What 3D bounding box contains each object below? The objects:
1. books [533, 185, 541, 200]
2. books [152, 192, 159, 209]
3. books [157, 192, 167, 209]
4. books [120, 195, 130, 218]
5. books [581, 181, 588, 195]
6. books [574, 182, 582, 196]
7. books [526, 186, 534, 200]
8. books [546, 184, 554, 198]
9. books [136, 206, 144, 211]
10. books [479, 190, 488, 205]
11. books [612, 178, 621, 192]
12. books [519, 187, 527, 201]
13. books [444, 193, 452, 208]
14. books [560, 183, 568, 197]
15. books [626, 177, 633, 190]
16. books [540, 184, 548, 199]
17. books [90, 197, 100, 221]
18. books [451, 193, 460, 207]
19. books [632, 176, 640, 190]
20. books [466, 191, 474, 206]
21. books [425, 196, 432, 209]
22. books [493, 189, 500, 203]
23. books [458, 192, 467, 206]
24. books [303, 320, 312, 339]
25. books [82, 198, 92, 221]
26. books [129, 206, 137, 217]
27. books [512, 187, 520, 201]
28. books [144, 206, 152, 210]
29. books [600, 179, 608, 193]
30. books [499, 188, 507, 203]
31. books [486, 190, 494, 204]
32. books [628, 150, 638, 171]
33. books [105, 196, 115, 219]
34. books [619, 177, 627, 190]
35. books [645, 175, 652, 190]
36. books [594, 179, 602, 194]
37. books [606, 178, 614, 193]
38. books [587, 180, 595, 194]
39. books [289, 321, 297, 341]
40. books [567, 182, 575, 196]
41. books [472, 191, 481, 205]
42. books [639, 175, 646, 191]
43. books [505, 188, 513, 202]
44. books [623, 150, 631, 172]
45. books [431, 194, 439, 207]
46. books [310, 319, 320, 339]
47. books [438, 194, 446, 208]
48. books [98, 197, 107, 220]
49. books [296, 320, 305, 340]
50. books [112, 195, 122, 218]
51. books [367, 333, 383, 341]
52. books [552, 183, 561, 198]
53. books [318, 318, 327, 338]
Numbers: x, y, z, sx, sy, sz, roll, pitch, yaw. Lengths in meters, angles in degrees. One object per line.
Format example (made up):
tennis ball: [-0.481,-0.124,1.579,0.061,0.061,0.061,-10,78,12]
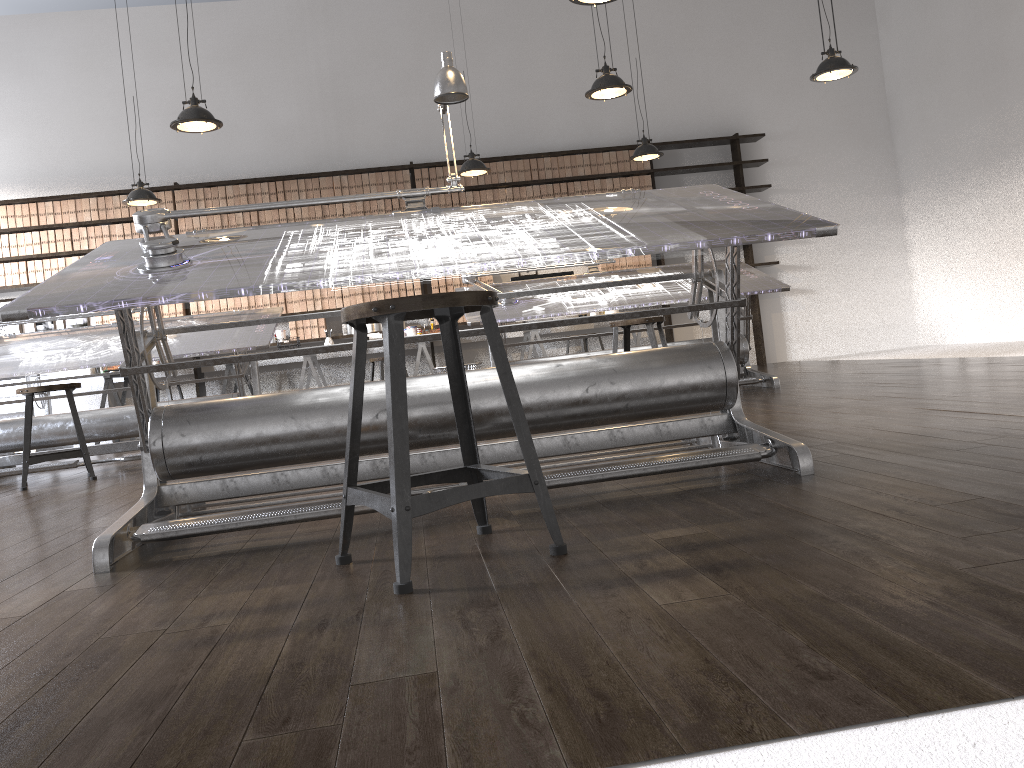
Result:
books: [0.252,-1.929,9.172,0.067,0.226,0.174,-6,0,-7]
books: [-3.498,-1.760,8.731,0.067,0.226,0.174,-6,0,-7]
books: [-3.429,-1.768,8.735,0.067,0.226,0.174,-6,0,-7]
books: [-3.773,-1.727,8.690,0.067,0.226,0.174,-6,0,-7]
books: [0.746,-1.988,9.239,0.067,0.226,0.174,-6,0,-7]
books: [0.677,-1.980,9.226,0.067,0.226,0.174,-6,0,-7]
books: [0.180,-1.920,9.167,0.067,0.226,0.174,-6,0,-7]
books: [0.385,-1.945,9.193,0.067,0.226,0.174,-6,0,-7]
books: [-3.640,-1.743,8.710,0.067,0.226,0.174,-6,0,-7]
books: [-0.294,-1.864,9.112,0.067,0.226,0.174,-6,0,-7]
books: [1.083,-2.029,9.275,0.067,0.226,0.174,-6,0,-7]
books: [0.110,-1.912,9.162,0.067,0.226,0.174,-6,0,-7]
books: [-0.651,-1.821,9.068,0.067,0.226,0.174,-6,0,-7]
books: [0.533,-1.963,9.208,0.067,0.226,0.174,-6,0,-7]
books: [1.220,-2.045,9.298,0.067,0.226,0.174,-6,0,-7]
books: [0.323,-1.937,9.181,0.067,0.226,0.174,-6,0,-7]
books: [-4.052,-1.694,8.657,0.067,0.226,0.174,-6,0,-7]
books: [-0.577,-1.830,9.072,0.067,0.226,0.174,-6,0,-7]
books: [1.290,-2.053,9.299,0.067,0.226,0.174,-6,0,-7]
books: [-0.433,-1.847,9.090,0.067,0.226,0.174,-6,0,-7]
books: [-0.848,-1.797,9.037,0.067,0.226,0.174,-6,0,-7]
books: [-0.161,-1.880,9.127,0.067,0.226,0.174,-6,0,-7]
books: [-0.504,-1.839,9.086,0.067,0.226,0.174,-6,0,-7]
books: [-2.038,-0.557,8.859,0.067,0.226,0.174,-6,0,-7]
books: [-4.124,-1.685,8.650,0.067,0.226,0.174,-6,0,-7]
books: [-3.702,-1.735,8.698,0.067,0.226,0.174,-6,0,-7]
books: [0.042,-1.904,9.152,0.067,0.226,0.174,-6,0,-7]
books: [-3.567,-1.752,8.720,0.067,0.226,0.174,-6,0,-7]
books: [0.949,-2.013,9.262,0.067,0.226,0.174,-6,0,-7]
books: [-0.099,-1.887,9.133,0.067,0.226,0.174,-6,0,-7]
books: [-0.226,-1.872,9.114,0.067,0.226,0.174,-6,0,-7]
books: [1.255,-2.329,9.310,0.067,0.226,0.174,-6,0,-7]
books: [-3.915,-1.710,8.680,0.067,0.226,0.174,-6,0,-7]
books: [1.152,-2.037,9.288,0.067,0.226,0.174,-6,0,-7]
books: [1.417,-2.068,9.318,0.067,0.226,0.174,-6,0,-7]
books: [0.883,-2.005,9.250,0.067,0.226,0.174,-6,0,-7]
books: [1.011,-2.020,9.268,0.067,0.226,0.174,-6,0,-7]
books: [0.816,-1.997,9.247,0.067,0.226,0.174,-6,0,-7]
books: [-2.174,-0.540,8.836,0.067,0.226,0.174,-6,0,-7]
books: [0.606,-1.972,9.222,0.067,0.226,0.174,-6,0,-7]
books: [-0.364,-1.856,9.103,0.067,0.226,0.174,-6,0,-7]
books: [1.355,-2.061,9.312,0.067,0.226,0.174,-6,0,-7]
books: [-0.027,-1.896,9.139,0.067,0.226,0.174,-6,0,-7]
books: [1.181,-2.320,9.300,0.067,0.226,0.174,-6,0,-7]
books: [-0.777,-1.806,9.046,0.067,0.226,0.174,-6,0,-7]
books: [-1.968,-0.565,8.863,0.067,0.226,0.174,-6,0,-7]
books: [-0.715,-1.814,9.058,0.067,0.226,0.174,-6,0,-7]
books: [-3.983,-1.702,8.669,0.067,0.226,0.174,-6,0,-7]
books: [-2.108,-0.548,8.850,0.067,0.226,0.174,-6,0,-7]
books: [-3.845,-1.718,8.684,0.067,0.226,0.174,-6,0,-7]
books: [-1.383,-0.446,8.607,0.294,0.148,0.385,-7,1,-7]
books: [0.459,-1.954,9.204,0.067,0.226,0.174,-6,0,-7]
books: [-1.898,-0.573,8.876,0.067,0.226,0.174,-6,0,-7]
